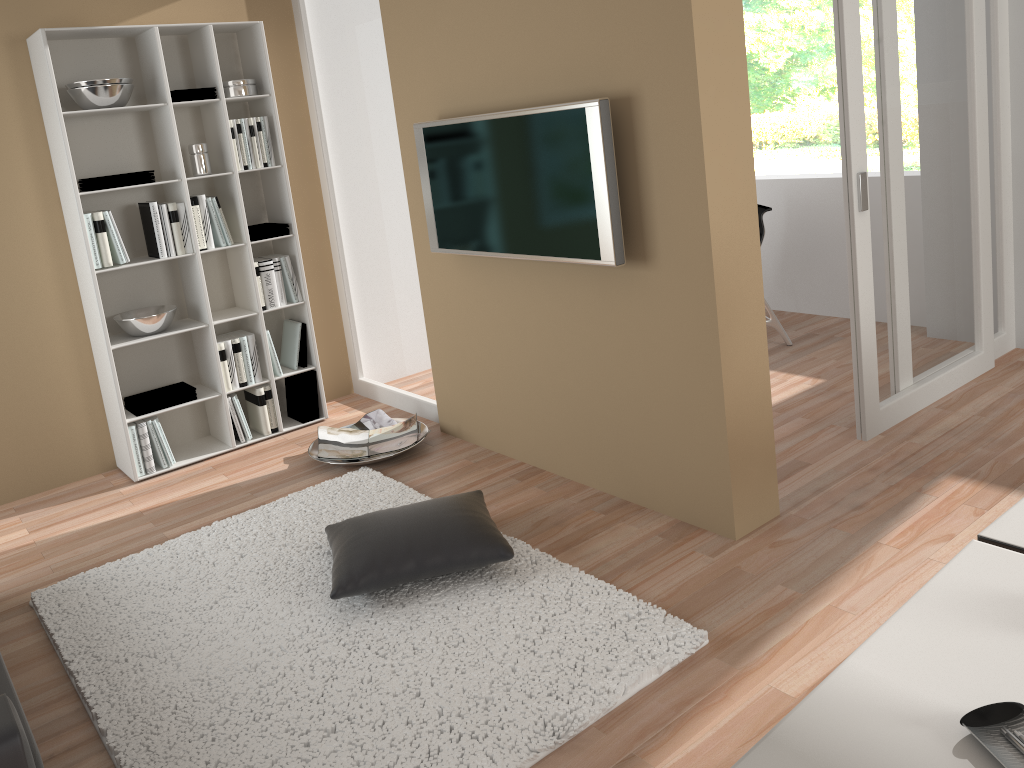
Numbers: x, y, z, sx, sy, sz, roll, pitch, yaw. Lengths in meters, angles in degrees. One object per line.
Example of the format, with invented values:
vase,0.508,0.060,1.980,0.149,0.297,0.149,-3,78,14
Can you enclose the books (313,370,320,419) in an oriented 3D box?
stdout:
books,-1.132,0.043,4.917,0.032,0.263,0.213,-15,15,-35

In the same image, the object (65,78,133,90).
object,-1.958,-1.387,4.200,0.298,0.104,0.308,-2,17,18

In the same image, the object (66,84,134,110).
object,-1.955,-1.361,4.205,0.298,0.104,0.308,-2,17,18

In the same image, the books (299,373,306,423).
books,-1.195,0.063,4.873,0.032,0.264,0.216,-15,15,-35

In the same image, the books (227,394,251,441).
books,-1.467,0.165,4.654,0.059,0.252,0.209,-15,15,-35

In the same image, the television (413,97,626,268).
television,-0.018,-0.779,3.463,0.055,0.565,1.186,-15,17,-35

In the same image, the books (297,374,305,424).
books,-1.200,0.068,4.864,0.032,0.263,0.213,-15,15,-35

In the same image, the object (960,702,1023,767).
object,0.617,0.443,1.004,0.090,0.030,0.221,-9,17,-6

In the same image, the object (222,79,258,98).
object,-1.427,-1.533,4.586,0.191,0.088,0.197,-6,16,5

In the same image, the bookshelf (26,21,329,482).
bookshelf,-1.652,-0.717,4.509,1.055,2.094,0.335,-16,14,-36

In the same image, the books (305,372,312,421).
books,-1.166,0.056,4.891,0.032,0.263,0.213,-15,15,-35

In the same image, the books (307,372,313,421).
books,-1.162,0.054,4.893,0.032,0.263,0.213,-15,15,-35

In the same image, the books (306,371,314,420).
books,-1.160,0.050,4.900,0.032,0.264,0.216,-15,15,-35

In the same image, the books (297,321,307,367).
books,-1.187,-0.228,4.890,0.043,0.233,0.213,-15,15,-35

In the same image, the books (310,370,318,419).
books,-1.141,0.047,4.910,0.032,0.263,0.213,-15,15,-35

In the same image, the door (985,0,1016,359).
door,2.037,-1.293,4.100,1.206,2.589,0.045,-16,13,-36

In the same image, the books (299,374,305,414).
books,-1.199,0.064,4.870,0.032,0.264,0.216,-15,15,-35

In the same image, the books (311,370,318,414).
books,-1.137,0.043,4.913,0.032,0.268,0.221,-15,15,-35

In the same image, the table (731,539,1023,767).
table,0.848,0.784,0.998,0.825,0.672,0.934,-18,18,-38

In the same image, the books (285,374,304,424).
books,-1.205,0.069,4.862,0.032,0.263,0.213,-15,15,-35

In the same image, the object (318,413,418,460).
object,-0.703,0.268,4.308,0.500,0.094,0.351,-9,16,-7

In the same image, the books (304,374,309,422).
books,-1.184,0.062,4.878,0.032,0.263,0.213,-15,15,-35

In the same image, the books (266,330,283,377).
books,-1.323,-0.177,4.749,0.061,0.254,0.209,-15,15,-35

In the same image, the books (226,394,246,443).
books,-1.490,0.169,4.642,0.061,0.254,0.209,-15,15,-35

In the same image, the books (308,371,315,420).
books,-1.156,0.049,4.903,0.032,0.264,0.216,-15,15,-35

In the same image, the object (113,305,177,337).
object,-1.821,-0.308,4.398,0.298,0.104,0.308,-2,17,18

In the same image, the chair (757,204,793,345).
chair,0.883,-0.611,5.367,1.433,0.806,0.710,-8,13,-2

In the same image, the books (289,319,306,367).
books,-1.194,-0.228,4.885,0.044,0.237,0.221,-15,15,-35

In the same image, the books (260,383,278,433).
books,-1.340,0.118,4.755,0.041,0.253,0.209,-15,15,-35

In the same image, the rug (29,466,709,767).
rug,-0.598,0.749,2.833,1.474,0.044,2.046,-19,20,-35

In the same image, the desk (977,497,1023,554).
desk,1.732,0.438,1.778,1.628,0.671,0.812,-19,18,-35

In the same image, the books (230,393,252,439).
books,-1.464,0.156,4.677,0.059,0.252,0.209,-15,15,-35

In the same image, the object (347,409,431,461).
object,-0.672,0.263,4.350,0.348,0.094,0.504,-19,20,-35

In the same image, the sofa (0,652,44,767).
sofa,-1.794,0.709,2.074,0.967,0.815,2.282,-17,19,-35

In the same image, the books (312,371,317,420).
books,-1.145,0.048,4.907,0.032,0.263,0.213,-15,15,-35

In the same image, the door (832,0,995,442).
door,1.788,-1.183,3.840,1.206,2.589,0.060,-16,13,-36

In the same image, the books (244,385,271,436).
books,-1.369,0.130,4.727,0.041,0.253,0.209,-15,15,-35

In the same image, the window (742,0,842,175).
window,5.231,-4.624,9.763,12.097,5.821,2.124,4,16,36

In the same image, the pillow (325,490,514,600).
pillow,-0.343,0.546,3.066,0.611,0.205,0.595,-10,16,-11

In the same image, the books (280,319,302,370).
books,-1.223,-0.221,4.866,0.086,0.240,0.209,-15,15,-35

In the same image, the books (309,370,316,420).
books,-1.149,0.048,4.902,0.032,0.266,0.218,-15,15,-35

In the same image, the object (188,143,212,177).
object,-1.577,-1.135,4.453,0.094,0.158,0.095,-12,13,-22

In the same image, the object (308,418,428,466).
object,-0.695,0.299,4.299,0.585,0.062,0.601,2,19,27
